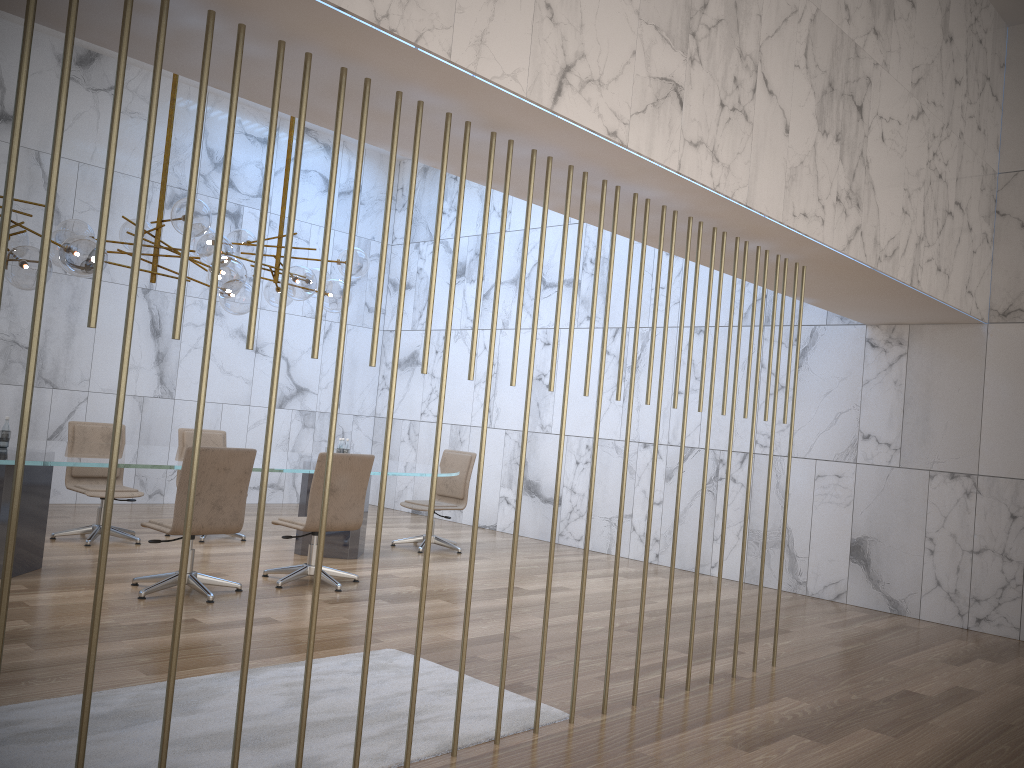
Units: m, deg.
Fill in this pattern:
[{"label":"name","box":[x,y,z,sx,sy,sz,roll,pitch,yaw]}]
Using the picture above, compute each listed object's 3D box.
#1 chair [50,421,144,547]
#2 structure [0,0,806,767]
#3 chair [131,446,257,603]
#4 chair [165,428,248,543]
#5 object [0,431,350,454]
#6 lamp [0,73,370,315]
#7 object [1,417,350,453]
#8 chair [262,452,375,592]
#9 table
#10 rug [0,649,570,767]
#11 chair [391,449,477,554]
[{"label":"chair","box":[-3.541,0.851,7.697,0.697,1.000,0.726,3,-4,43]},{"label":"structure","box":[-0.775,0.143,2.834,0.023,2.456,7.223,3,-4,44]},{"label":"chair","box":[-2.125,0.899,5.942,0.697,1.000,0.726,3,-4,44]},{"label":"chair","box":[-2.855,0.948,8.418,0.697,1.000,0.726,3,-4,43]},{"label":"object","box":[-3.285,0.407,6.283,0.183,0.117,5.112,3,-4,44]},{"label":"lamp","box":[-3.391,-1.959,6.109,1.557,2.716,5.672,3,-4,44]},{"label":"object","box":[-3.306,0.359,6.329,0.124,0.213,5.189,3,-4,44]},{"label":"chair","box":[-1.444,0.995,6.658,0.697,1.000,0.726,3,-4,44]},{"label":"table","box":[-3.564,0.850,6.062,2.092,0.835,7.924,3,-4,44]},{"label":"rug","box":[-1.223,1.351,3.422,1.320,0.034,3.025,3,-4,43]},{"label":"chair","box":[-0.774,1.166,8.989,0.726,1.000,0.697,3,-4,44]}]
